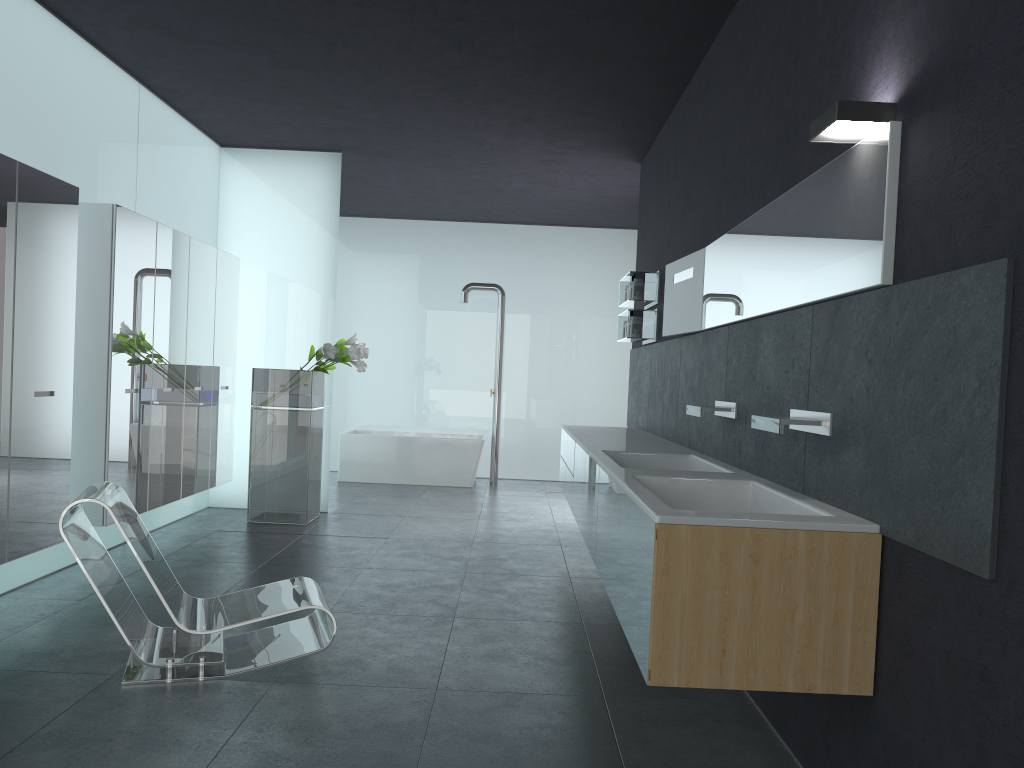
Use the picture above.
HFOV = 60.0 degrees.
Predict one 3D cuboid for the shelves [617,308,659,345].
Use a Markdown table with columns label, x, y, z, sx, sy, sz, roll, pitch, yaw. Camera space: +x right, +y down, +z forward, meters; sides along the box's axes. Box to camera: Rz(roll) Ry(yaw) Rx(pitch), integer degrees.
| label | x | y | z | sx | sy | sz | roll | pitch | yaw |
| --- | --- | --- | --- | --- | --- | --- | --- | --- | --- |
| shelves | 1.132 | -0.517 | 8.030 | 0.265 | 0.285 | 0.769 | 3 | 1 | 0 |

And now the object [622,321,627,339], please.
| label | x | y | z | sx | sy | sz | roll | pitch | yaw |
| --- | --- | --- | --- | --- | --- | --- | --- | --- | --- |
| object | 1.082 | -0.498 | 8.311 | 0.096 | 0.184 | 0.067 | 2 | 1 | -8 |

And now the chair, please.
| label | x | y | z | sx | sy | sz | roll | pitch | yaw |
| --- | --- | --- | --- | --- | --- | --- | --- | --- | --- |
| chair | -1.561 | 0.970 | 4.506 | 1.261 | 0.871 | 0.628 | 2 | 1 | -18 |

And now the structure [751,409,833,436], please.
| label | x | y | z | sx | sy | sz | roll | pitch | yaw |
| --- | --- | --- | --- | --- | --- | --- | --- | --- | --- |
| structure | 1.110 | 0.148 | 3.569 | 0.186 | 0.088 | 0.482 | 3 | 0 | 0 |

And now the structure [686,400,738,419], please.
| label | x | y | z | sx | sy | sz | roll | pitch | yaw |
| --- | --- | --- | --- | --- | --- | --- | --- | --- | --- |
| structure | 1.113 | 0.139 | 4.987 | 0.186 | 0.088 | 0.482 | 3 | 0 | 0 |

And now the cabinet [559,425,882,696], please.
| label | x | y | z | sx | sy | sz | roll | pitch | yaw |
| --- | --- | --- | --- | --- | --- | --- | --- | --- | --- |
| cabinet | 0.823 | 0.700 | 5.661 | 0.734 | 0.557 | 5.580 | 3 | 0 | 0 |

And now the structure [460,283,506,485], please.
| label | x | y | z | sx | sy | sz | roll | pitch | yaw |
| --- | --- | --- | --- | --- | --- | --- | --- | --- | --- |
| structure | -0.457 | 0.024 | 12.427 | 0.643 | 2.873 | 0.123 | 3 | 2 | 0 |

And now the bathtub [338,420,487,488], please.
| label | x | y | z | sx | sy | sz | roll | pitch | yaw |
| --- | --- | --- | --- | --- | --- | --- | --- | --- | --- |
| bathtub | -1.358 | 0.938 | 12.457 | 1.977 | 0.859 | 0.960 | 3 | 1 | 0 |

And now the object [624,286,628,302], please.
| label | x | y | z | sx | sy | sz | roll | pitch | yaw |
| --- | --- | --- | --- | --- | --- | --- | --- | --- | --- |
| object | 1.097 | -0.826 | 8.301 | 0.096 | 0.184 | 0.067 | 2 | 1 | -8 |

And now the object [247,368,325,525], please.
| label | x | y | z | sx | sy | sz | roll | pitch | yaw |
| --- | --- | --- | --- | --- | --- | --- | --- | --- | --- |
| object | -2.234 | 0.602 | 8.812 | 0.585 | 1.492 | 0.575 | 3 | 1 | 0 |

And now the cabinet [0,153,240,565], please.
| label | x | y | z | sx | sy | sz | roll | pitch | yaw |
| --- | --- | --- | --- | --- | --- | --- | --- | --- | --- |
| cabinet | -2.946 | -0.130 | 5.821 | 0.398 | 2.216 | 6.001 | 3 | 1 | 0 |

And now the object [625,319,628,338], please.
| label | x | y | z | sx | sy | sz | roll | pitch | yaw |
| --- | --- | --- | --- | --- | --- | --- | --- | --- | --- |
| object | 1.082 | -0.497 | 8.097 | 0.096 | 0.184 | 0.067 | 3 | 1 | 9 |

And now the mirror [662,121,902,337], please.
| label | x | y | z | sx | sy | sz | roll | pitch | yaw |
| --- | --- | --- | --- | --- | --- | --- | --- | --- | --- |
| mirror | 1.229 | -0.603 | 4.747 | 0.109 | 0.533 | 3.720 | 3 | 0 | -1 |

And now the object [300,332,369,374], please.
| label | x | y | z | sx | sy | sz | roll | pitch | yaw |
| --- | --- | --- | --- | --- | --- | --- | --- | --- | --- |
| object | -1.923 | -0.154 | 8.639 | 1.024 | 0.780 | 0.973 | 2 | 1 | -8 |

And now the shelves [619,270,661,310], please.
| label | x | y | z | sx | sy | sz | roll | pitch | yaw |
| --- | --- | --- | --- | --- | --- | --- | --- | --- | --- |
| shelves | 1.146 | -0.844 | 8.020 | 0.265 | 0.285 | 0.769 | 3 | 1 | 0 |

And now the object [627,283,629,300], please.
| label | x | y | z | sx | sy | sz | roll | pitch | yaw |
| --- | --- | --- | --- | --- | --- | --- | --- | --- | --- |
| object | 1.096 | -0.824 | 8.087 | 0.096 | 0.184 | 0.067 | 3 | 1 | 9 |

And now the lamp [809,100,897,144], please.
| label | x | y | z | sx | sy | sz | roll | pitch | yaw |
| --- | --- | --- | --- | --- | --- | --- | --- | --- | --- |
| lamp | 1.171 | -0.901 | 3.065 | 0.198 | 0.066 | 0.276 | 3 | 0 | 0 |
